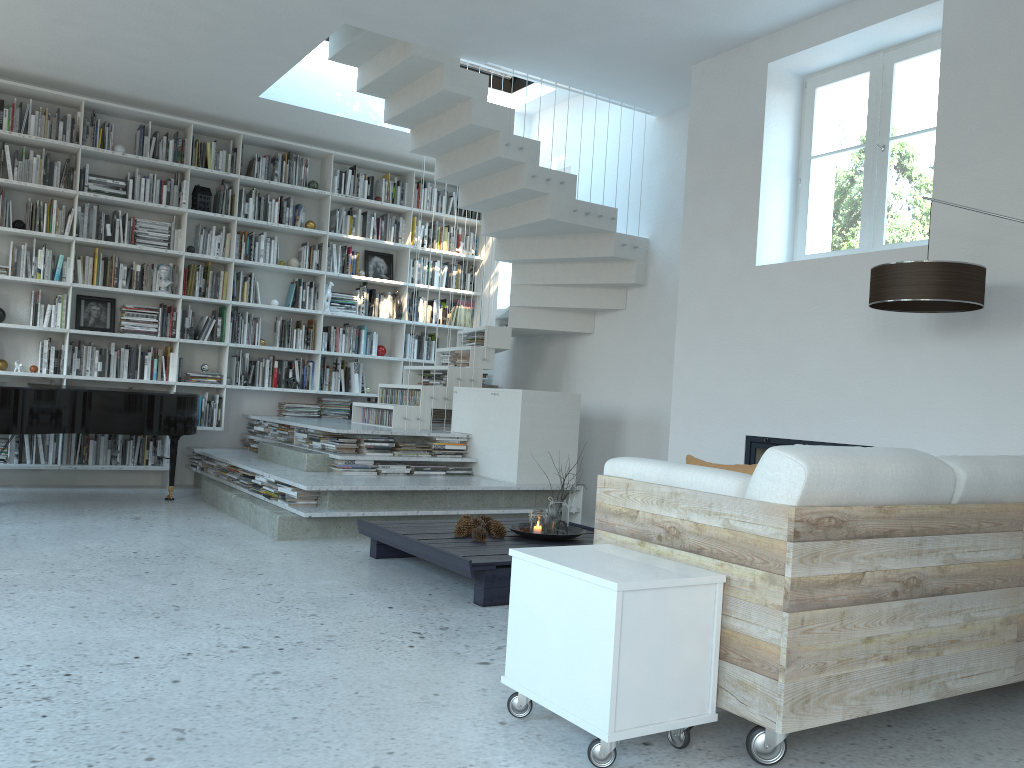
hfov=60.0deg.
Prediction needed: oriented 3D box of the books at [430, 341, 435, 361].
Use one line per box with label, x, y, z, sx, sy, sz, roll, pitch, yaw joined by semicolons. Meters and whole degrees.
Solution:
books;-0.839;-0.334;9.009;0.021;0.205;0.174;4;-1;-33

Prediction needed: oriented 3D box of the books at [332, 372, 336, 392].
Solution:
books;-1.729;-0.024;8.470;0.030;0.188;0.140;4;-1;-33

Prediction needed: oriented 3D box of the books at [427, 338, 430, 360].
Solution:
books;-0.881;-0.349;8.995;0.014;0.230;0.172;4;-1;-33

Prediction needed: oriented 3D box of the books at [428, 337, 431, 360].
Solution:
books;-0.873;-0.354;9.020;0.027;0.242;0.131;4;-1;-33

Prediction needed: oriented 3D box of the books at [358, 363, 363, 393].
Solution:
books;-1.498;-0.057;8.600;0.025;0.287;0.160;4;-1;-33

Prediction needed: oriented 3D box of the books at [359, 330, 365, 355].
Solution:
books;-1.482;-0.401;8.588;0.023;0.244;0.189;4;-1;-33

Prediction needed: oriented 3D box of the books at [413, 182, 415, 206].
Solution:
books;-1.018;-1.875;8.838;0.011;0.313;0.172;4;-1;-33

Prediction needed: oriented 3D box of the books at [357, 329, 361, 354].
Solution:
books;-1.510;-0.408;8.599;0.012;0.254;0.161;4;-1;-33

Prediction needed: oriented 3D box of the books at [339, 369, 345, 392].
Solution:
books;-1.655;-0.033;8.505;0.052;0.217;0.184;4;-1;-33

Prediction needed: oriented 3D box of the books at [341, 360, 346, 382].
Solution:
books;-1.638;-0.075;8.540;0.010;0.304;0.131;4;-1;-33

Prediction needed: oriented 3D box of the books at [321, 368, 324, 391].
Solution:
books;-1.823;-0.044;8.421;0.033;0.213;0.140;4;-1;-33

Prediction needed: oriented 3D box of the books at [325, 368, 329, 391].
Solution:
books;-1.782;-0.041;8.433;0.023;0.214;0.163;4;-1;-33

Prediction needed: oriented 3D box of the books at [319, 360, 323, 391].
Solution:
books;-1.834;-0.082;8.399;0.015;0.287;0.138;4;-1;-33

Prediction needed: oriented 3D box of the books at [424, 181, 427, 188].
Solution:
books;-0.903;-1.872;8.940;0.012;0.326;0.151;4;-1;-33

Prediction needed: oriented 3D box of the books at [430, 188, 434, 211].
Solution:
books;-0.841;-1.834;8.969;0.022;0.259;0.163;4;-1;-33

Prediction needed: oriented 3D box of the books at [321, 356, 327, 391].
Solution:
books;-1.800;-0.099;8.433;0.013;0.327;0.130;4;-1;-33

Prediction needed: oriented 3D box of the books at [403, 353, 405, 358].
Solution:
books;-1.127;-0.390;8.840;0.085;0.278;0.159;4;-1;-33

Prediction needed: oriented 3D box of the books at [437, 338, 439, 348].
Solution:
books;-0.794;-0.347;9.056;0.013;0.240;0.166;4;-1;-33

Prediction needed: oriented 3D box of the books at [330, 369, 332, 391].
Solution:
books;-1.751;-0.037;8.455;0.025;0.210;0.137;4;-1;-33

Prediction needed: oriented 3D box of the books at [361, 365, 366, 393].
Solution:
books;-1.467;-0.048;8.632;0.062;0.274;0.148;4;-1;-33

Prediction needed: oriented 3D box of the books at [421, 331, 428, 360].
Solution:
books;-0.894;-0.383;8.993;0.013;0.297;0.141;4;-1;-33

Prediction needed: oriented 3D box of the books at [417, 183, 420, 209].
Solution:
books;-0.966;-1.857;8.883;0.013;0.286;0.150;4;-1;-33

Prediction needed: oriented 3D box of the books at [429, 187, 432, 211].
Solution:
books;-0.864;-1.844;8.959;0.027;0.275;0.148;4;-1;-33

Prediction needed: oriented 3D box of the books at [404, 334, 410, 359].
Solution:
books;-1.074;-0.375;8.857;0.024;0.252;0.175;4;-1;-33

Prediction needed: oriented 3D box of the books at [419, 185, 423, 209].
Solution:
books;-0.949;-1.848;8.879;0.012;0.269;0.184;4;-1;-33

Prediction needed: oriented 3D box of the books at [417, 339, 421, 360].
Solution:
books;-0.969;-0.344;8.944;0.025;0.208;0.149;4;-1;-33

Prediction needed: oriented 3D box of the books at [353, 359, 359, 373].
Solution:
books;-1.524;-0.078;8.609;0.012;0.326;0.136;4;-1;-33

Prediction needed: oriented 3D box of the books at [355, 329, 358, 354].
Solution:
books;-1.529;-0.407;8.557;0.014;0.249;0.177;4;-1;-33

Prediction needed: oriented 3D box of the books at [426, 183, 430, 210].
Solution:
books;-0.886;-1.861;8.933;0.012;0.306;0.184;4;-1;-33

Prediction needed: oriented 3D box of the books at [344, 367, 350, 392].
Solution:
books;-1.613;-0.041;8.535;0.031;0.239;0.171;4;-1;-33

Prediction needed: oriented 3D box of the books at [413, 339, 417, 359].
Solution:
books;-1.006;-0.344;8.906;0.029;0.201;0.172;4;-1;-33

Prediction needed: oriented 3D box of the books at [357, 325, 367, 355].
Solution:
books;-1.462;-0.423;8.604;0.026;0.290;0.181;4;-1;-33

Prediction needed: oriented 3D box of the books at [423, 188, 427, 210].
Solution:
books;-0.911;-1.832;8.916;0.023;0.244;0.182;4;-1;-33

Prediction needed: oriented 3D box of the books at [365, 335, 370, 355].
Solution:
books;-1.435;-0.376;8.628;0.030;0.201;0.189;4;-1;-33

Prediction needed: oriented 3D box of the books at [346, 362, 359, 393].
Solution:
books;-1.545;-0.063;8.529;0.075;0.291;0.255;4;-1;-33

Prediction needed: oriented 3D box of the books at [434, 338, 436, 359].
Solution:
books;-0.823;-0.348;9.038;0.014;0.237;0.146;4;-1;-33

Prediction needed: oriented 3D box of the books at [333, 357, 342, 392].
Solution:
books;-1.680;-0.094;8.487;0.014;0.333;0.168;4;-1;-33

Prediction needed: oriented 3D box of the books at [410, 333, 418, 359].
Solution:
books;-0.992;-0.375;8.936;0.024;0.267;0.133;4;-1;-33

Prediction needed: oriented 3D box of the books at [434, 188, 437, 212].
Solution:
books;-0.820;-1.835;8.983;0.029;0.264;0.179;4;-1;-33

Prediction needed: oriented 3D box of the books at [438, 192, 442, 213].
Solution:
books;-0.766;-1.817;9.018;0.025;0.237;0.143;4;-1;-33

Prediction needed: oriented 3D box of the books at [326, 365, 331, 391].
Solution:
books;-1.760;-0.055;8.435;0.015;0.243;0.156;4;-1;-33

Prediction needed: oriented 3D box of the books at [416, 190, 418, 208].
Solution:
books;-0.992;-1.827;8.885;0.025;0.223;0.136;4;-1;-33

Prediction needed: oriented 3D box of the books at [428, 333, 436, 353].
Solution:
books;-0.827;-0.372;9.025;0.011;0.284;0.161;4;-1;-33

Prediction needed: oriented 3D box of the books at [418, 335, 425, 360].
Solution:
books;-0.932;-0.362;8.936;0.027;0.248;0.184;4;-1;-33

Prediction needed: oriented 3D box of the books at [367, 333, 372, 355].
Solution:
books;-1.415;-0.383;8.659;0.037;0.218;0.139;4;-1;-33

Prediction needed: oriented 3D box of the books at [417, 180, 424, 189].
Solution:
books;-0.931;-1.877;8.919;0.014;0.331;0.142;4;-1;-33

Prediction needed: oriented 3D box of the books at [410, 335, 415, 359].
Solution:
books;-1.029;-0.366;8.897;0.022;0.242;0.151;4;-1;-33

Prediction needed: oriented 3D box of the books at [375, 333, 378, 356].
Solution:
books;-1.363;-0.382;8.683;0.027;0.223;0.170;4;-1;-33

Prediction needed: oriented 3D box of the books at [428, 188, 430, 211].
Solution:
books;-0.881;-1.838;8.947;0.014;0.260;0.167;4;-1;-33

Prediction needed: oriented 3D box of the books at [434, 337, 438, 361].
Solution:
books;-0.806;-0.355;9.053;0.012;0.254;0.161;4;-1;-33

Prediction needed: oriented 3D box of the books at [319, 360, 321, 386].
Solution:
books;-1.843;-0.108;8.389;0.014;0.337;0.132;4;-1;-33

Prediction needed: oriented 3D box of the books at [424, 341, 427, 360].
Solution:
books;-0.914;-0.337;8.982;0.027;0.201;0.164;4;-1;-33

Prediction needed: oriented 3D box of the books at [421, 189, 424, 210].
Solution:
books;-0.938;-1.827;8.891;0.022;0.229;0.174;4;-1;-33

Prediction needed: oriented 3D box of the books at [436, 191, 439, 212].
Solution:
books;-0.792;-1.826;9.011;0.027;0.249;0.154;4;-1;-33

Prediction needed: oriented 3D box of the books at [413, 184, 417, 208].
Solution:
books;-1.004;-1.854;8.863;0.022;0.275;0.160;4;-1;-33

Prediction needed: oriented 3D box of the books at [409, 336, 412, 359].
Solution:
books;-1.053;-0.365;8.880;0.037;0.236;0.153;4;-1;-33

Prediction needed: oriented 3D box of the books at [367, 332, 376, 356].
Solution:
books;-1.384;-0.389;8.668;0.025;0.235;0.181;4;-1;-33

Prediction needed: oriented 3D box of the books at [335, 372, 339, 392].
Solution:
books;-1.702;-0.021;8.479;0.024;0.185;0.149;4;-1;-33
